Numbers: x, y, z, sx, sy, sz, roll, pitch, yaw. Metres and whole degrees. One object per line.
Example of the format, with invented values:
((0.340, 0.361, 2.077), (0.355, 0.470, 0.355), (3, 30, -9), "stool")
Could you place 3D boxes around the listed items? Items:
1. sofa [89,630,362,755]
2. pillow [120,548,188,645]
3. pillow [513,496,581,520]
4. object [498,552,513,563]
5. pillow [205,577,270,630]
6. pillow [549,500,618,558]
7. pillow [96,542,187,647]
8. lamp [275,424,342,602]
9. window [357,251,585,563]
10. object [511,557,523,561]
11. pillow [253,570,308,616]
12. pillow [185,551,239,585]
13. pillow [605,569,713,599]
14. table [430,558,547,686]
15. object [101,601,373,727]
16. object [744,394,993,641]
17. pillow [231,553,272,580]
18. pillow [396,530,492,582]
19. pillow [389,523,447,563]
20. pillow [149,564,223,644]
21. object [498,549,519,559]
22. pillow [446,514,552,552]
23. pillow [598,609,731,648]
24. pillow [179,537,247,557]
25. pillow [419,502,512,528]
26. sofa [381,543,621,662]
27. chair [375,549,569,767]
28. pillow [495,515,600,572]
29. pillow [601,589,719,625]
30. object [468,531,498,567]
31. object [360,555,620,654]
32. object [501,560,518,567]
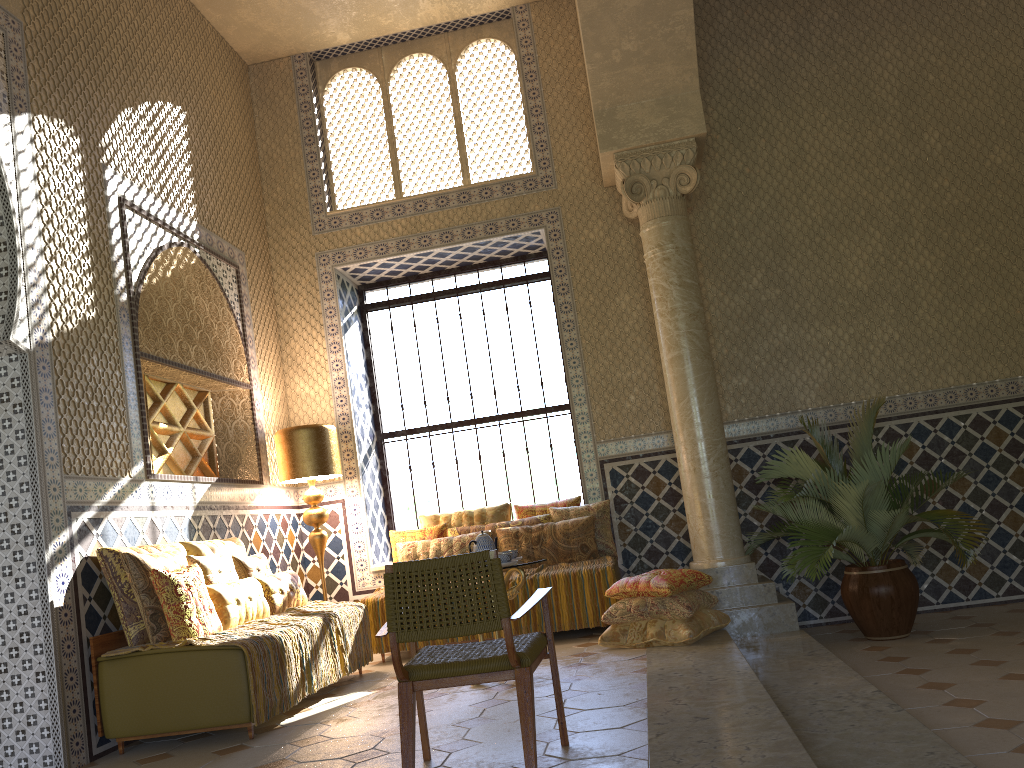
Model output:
((-2.347, 2.491, 8.045), (1.275, 0.931, 2.866), (-9, -9, 7), "sofa")
((-2.852, 1.747, 7.323), (0.384, 0.776, 0.838), (-9, -8, 8), "pillow")
((0.471, 1.815, 10.817), (0.856, 0.796, 0.395), (-9, -7, 8), "pillow")
((-0.077, 1.493, 7.520), (0.183, 0.100, 0.185), (-9, -8, 4), "object")
((-2.450, 1.978, 7.914), (0.271, 0.448, 0.988), (-9, -8, 7), "pillow")
((0.839, 1.758, 10.485), (0.742, 0.689, 0.342), (-9, -7, 8), "pillow")
((-3.021, 1.769, 7.575), (0.423, 0.827, 1.199), (-9, -8, 7), "pillow")
((-2.304, 1.914, 10.571), (0.735, 2.798, 0.742), (-6, -7, -23), "lamp")
((-3.351, 0.743, 12.298), (8.488, 3.968, 0.577), (-9, -6, 4), "window")
((-0.026, 1.624, 8.149), (0.255, 0.032, 0.258), (-6, -9, -14), "object")
((-2.312, 2.105, 8.837), (0.271, 0.448, 0.988), (-9, -8, 7), "pillow")
((-2.662, 1.870, 8.043), (0.341, 0.689, 0.745), (-9, -8, 8), "pillow")
((1.449, 1.993, 8.740), (0.809, 0.309, 0.747), (-16, -11, 41), "pillow")
((-0.166, 2.097, 7.771), (1.107, 0.975, 1.101), (-14, -9, 37), "table")
((-2.290, 2.471, 8.025), (1.315, 0.713, 2.902), (-9, -9, 7), "object")
((3.793, 1.369, 9.208), (2.640, 2.488, 2.180), (-7, -7, -6), "object")
((-2.540, 2.007, 8.831), (0.314, 0.634, 0.685), (-9, -8, 8), "pillow")
((-0.795, 2.074, 10.461), (1.193, 0.543, 0.330), (-9, -7, 8), "pillow")
((-1.126, 2.080, 10.753), (0.742, 0.689, 0.342), (-9, -7, 8), "pillow")
((-2.604, 1.779, 7.138), (0.345, 0.647, 0.688), (-9, -8, 7), "pillow")
((-0.032, 1.587, 8.152), (0.183, 0.100, 0.184), (-8, -8, -4), "object")
((-0.137, 1.945, 10.595), (1.343, 0.612, 0.372), (-9, -7, 8), "pillow")
((1.512, 2.396, 8.716), (0.996, 0.366, 1.044), (-14, -10, 32), "pillow")
((-2.846, 1.931, 8.754), (0.423, 0.827, 1.199), (-9, -8, 7), "pillow")
((-0.556, 1.945, 10.901), (1.193, 0.827, 0.424), (-9, -7, 8), "pillow")
((-0.146, 2.535, 10.298), (2.852, 0.932, 1.280), (-9, -8, 8), "sofa")
((-0.242, 1.545, 4.953), (0.951, 1.202, 0.911), (-9, -7, 7), "chair")
((0.405, 1.877, 10.297), (1.193, 0.543, 0.330), (-9, -7, 8), "pillow")
((1.463, 2.201, 8.730), (0.936, 0.345, 0.882), (-13, -10, 28), "pillow")
((-0.247, 1.464, 7.875), (0.272, 0.322, 0.200), (-8, -7, -3), "object")
((-0.195, 2.524, 10.243), (2.889, 0.714, 1.321), (-9, -8, 8), "object")
((-0.073, 1.530, 7.516), (0.256, 0.032, 0.257), (-9, -9, 4), "object")
